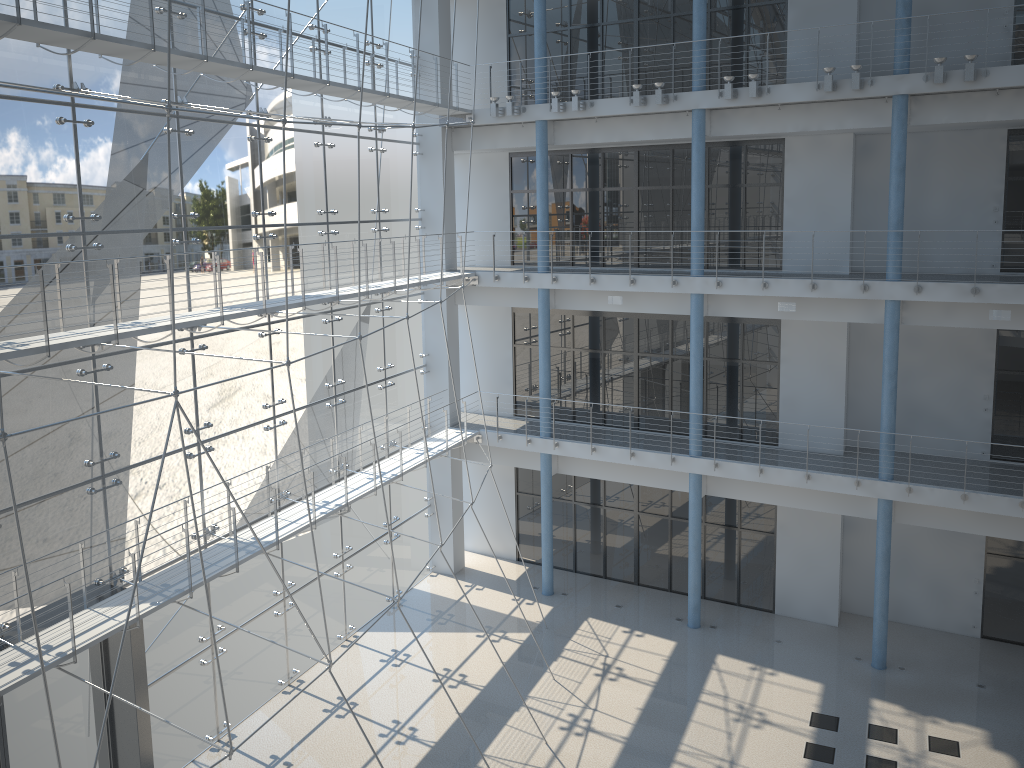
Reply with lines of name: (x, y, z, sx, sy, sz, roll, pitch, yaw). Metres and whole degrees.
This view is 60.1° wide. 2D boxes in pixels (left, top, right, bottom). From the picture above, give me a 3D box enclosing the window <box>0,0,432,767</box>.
window: (-0.964, -0.397, 1.403, 0.010, 2.746, 3.885, 2, 11, 24)
